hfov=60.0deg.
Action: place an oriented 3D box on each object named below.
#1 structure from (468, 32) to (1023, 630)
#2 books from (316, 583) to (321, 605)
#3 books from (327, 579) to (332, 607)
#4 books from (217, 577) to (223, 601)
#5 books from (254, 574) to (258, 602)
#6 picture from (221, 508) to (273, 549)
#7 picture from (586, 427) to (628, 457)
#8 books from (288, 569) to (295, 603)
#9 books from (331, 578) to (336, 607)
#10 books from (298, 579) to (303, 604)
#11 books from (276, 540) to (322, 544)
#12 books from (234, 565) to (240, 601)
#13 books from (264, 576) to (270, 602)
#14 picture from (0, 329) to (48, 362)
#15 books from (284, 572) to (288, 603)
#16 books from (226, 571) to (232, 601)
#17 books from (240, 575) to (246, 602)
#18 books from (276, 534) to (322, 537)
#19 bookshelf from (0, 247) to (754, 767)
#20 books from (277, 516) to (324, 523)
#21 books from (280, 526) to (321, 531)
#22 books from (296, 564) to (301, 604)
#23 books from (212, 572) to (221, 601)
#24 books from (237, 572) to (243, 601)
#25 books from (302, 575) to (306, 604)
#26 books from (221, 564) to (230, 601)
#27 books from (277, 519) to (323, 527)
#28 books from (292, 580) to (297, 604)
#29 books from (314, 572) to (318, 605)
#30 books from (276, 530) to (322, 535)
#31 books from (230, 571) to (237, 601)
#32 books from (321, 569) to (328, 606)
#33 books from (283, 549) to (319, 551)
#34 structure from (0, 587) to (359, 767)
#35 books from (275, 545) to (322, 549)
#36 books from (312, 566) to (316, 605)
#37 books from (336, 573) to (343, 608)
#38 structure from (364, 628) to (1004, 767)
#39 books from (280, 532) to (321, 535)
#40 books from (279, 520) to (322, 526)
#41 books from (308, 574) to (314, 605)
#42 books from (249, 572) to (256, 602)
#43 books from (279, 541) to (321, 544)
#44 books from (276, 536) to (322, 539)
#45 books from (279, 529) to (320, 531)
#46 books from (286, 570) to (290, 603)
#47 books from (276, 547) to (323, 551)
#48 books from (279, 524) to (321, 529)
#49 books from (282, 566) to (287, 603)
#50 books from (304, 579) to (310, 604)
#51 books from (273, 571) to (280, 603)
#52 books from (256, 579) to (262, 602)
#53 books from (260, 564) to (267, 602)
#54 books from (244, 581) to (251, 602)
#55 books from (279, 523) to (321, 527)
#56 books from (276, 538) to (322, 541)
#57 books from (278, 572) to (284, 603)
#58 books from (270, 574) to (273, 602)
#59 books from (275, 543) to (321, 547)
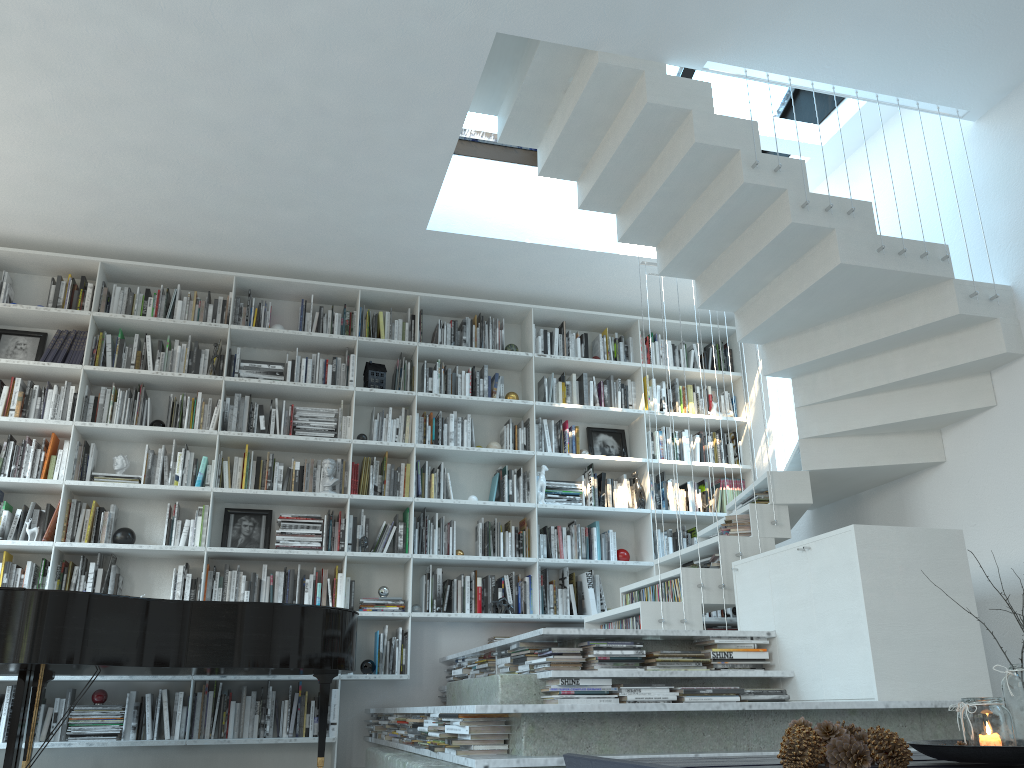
[{"bbox_3d":[0.968,-0.040,4.797,2.614,3.368,1.961,5,-20,-15],"label":"structure"},{"bbox_3d":[-1.232,1.366,5.626,0.023,0.182,0.169,5,-21,-15],"label":"books"},{"bbox_3d":[-1.166,1.358,5.649,0.042,0.211,0.169,5,-21,-15],"label":"books"},{"bbox_3d":[-1.808,1.311,5.494,0.024,0.207,0.170,5,-21,-15],"label":"books"},{"bbox_3d":[-1.605,1.317,5.550,0.013,0.229,0.139,5,-20,-15],"label":"books"},{"bbox_3d":[-1.708,0.949,5.713,0.300,0.298,0.078,5,-20,-15],"label":"picture"},{"bbox_3d":[0.711,0.467,6.592,0.300,0.298,0.078,5,-20,-15],"label":"picture"},{"bbox_3d":[-1.399,1.315,5.600,0.028,0.263,0.162,5,-20,-15],"label":"books"},{"bbox_3d":[-1.140,1.359,5.658,0.011,0.215,0.166,5,-20,-15],"label":"books"},{"bbox_3d":[-1.342,1.348,5.607,0.024,0.206,0.184,5,-21,-15],"label":"books"},{"bbox_3d":[-1.378,1.031,5.729,0.285,0.012,0.160,5,-21,-15],"label":"books"},{"bbox_3d":[-1.713,1.280,5.522,0.013,0.281,0.167,5,-20,-15],"label":"books"},{"bbox_3d":[-1.541,1.331,5.574,0.025,0.219,0.140,5,-20,-15],"label":"books"},{"bbox_3d":[-3.179,-0.213,5.701,0.300,0.298,0.078,5,-20,-15],"label":"picture"},{"bbox_3d":[-1.432,1.325,5.607,0.011,0.250,0.159,5,-20,-15],"label":"books"},{"bbox_3d":[-1.762,1.300,5.523,0.024,0.246,0.132,5,-20,-15],"label":"books"},{"bbox_3d":[-1.674,1.313,5.517,0.023,0.216,0.175,5,-21,-15],"label":"books"},{"bbox_3d":[-1.375,0.994,5.730,0.285,0.012,0.160,3,-20,-10],"label":"books"},{"bbox_3d":[-1.287,0.828,5.754,6.298,3.130,0.331,5,-20,-15],"label":"bookshelf"},{"bbox_3d":[-1.376,0.891,5.767,0.285,0.012,0.160,7,-21,-19],"label":"books"},{"bbox_3d":[-1.377,0.950,5.751,0.254,0.012,0.161,6,-21,-17],"label":"books"},{"bbox_3d":[-1.361,1.305,5.620,0.012,0.295,0.178,5,-20,-15],"label":"books"},{"bbox_3d":[-1.830,1.292,5.481,0.027,0.233,0.168,5,-20,-15],"label":"books"},{"bbox_3d":[-1.702,1.306,5.536,0.021,0.243,0.142,5,-20,-15],"label":"books"},{"bbox_3d":[-1.327,1.340,5.626,0.014,0.234,0.154,5,-20,-15],"label":"books"},{"bbox_3d":[-1.789,1.280,5.529,0.027,0.289,0.141,5,-20,-15],"label":"books"},{"bbox_3d":[-1.378,0.905,5.769,0.285,0.012,0.160,4,-21,-13],"label":"books"},{"bbox_3d":[-1.379,1.351,5.609,0.021,0.202,0.129,5,-20,-15],"label":"books"},{"bbox_3d":[-1.257,1.338,5.656,0.014,0.255,0.145,5,-20,-15],"label":"books"},{"bbox_3d":[-1.375,0.971,5.738,0.285,0.012,0.160,3,-20,-10],"label":"books"},{"bbox_3d":[-1.733,1.297,5.514,0.027,0.244,0.180,5,-20,-15],"label":"books"},{"bbox_3d":[-1.202,1.331,5.660,0.026,0.271,0.175,5,-20,-15],"label":"books"},{"bbox_3d":[-1.376,1.086,5.705,0.254,0.012,0.161,4,-21,-13],"label":"books"},{"bbox_3d":[-1.697,1.480,4.231,1.919,0.829,1.339,5,-21,-15],"label":"structure"},{"bbox_3d":[-1.377,1.064,5.715,0.285,0.012,0.160,5,-21,-16],"label":"books"},{"bbox_3d":[-1.268,1.317,5.651,0.014,0.292,0.138,5,-20,-15],"label":"books"},{"bbox_3d":[-1.107,1.346,5.666,0.033,0.245,0.177,5,-20,-15],"label":"books"},{"bbox_3d":[0.753,1.666,4.543,2.900,0.656,3.124,5,-21,-15],"label":"structure"},{"bbox_3d":[-1.375,0.983,5.735,0.254,0.012,0.161,7,-21,-19],"label":"books"},{"bbox_3d":[-1.377,0.915,5.761,0.254,0.012,0.161,6,-21,-18],"label":"books"},{"bbox_3d":[-1.283,1.339,5.626,0.023,0.233,0.175,5,-20,-15],"label":"books"},{"bbox_3d":[-1.622,1.309,5.537,0.029,0.237,0.166,5,-20,-15],"label":"books"},{"bbox_3d":[-1.375,1.038,5.715,0.254,0.012,0.161,7,-21,-19],"label":"books"},{"bbox_3d":[-1.377,1.007,5.733,0.285,0.012,0.160,4,-21,-13],"label":"books"},{"bbox_3d":[-1.376,0.962,5.747,0.254,0.012,0.161,4,-21,-12],"label":"books"},{"bbox_3d":[-1.419,1.317,5.601,0.010,0.260,0.182,5,-20,-15],"label":"books"},{"bbox_3d":[-1.374,1.072,5.702,0.285,0.012,0.160,7,-21,-19],"label":"books"},{"bbox_3d":[-1.376,0.938,5.753,0.254,0.012,0.161,6,-21,-18],"label":"books"},{"bbox_3d":[-1.446,1.310,5.615,0.014,0.285,0.135,5,-20,-15],"label":"books"},{"bbox_3d":[-1.305,1.352,5.615,0.023,0.203,0.168,5,-21,-15],"label":"books"},{"bbox_3d":[-1.491,1.322,5.601,0.025,0.253,0.136,5,-20,-15],"label":"books"},{"bbox_3d":[-1.584,1.330,5.538,0.023,0.195,0.165,5,-21,-15],"label":"books"},{"bbox_3d":[-1.564,1.292,5.572,0.026,0.290,0.152,5,-20,-15],"label":"books"},{"bbox_3d":[-1.648,1.329,5.514,0.029,0.183,0.175,5,-21,-15],"label":"books"},{"bbox_3d":[-1.377,0.927,5.759,0.254,0.012,0.161,6,-21,-17],"label":"books"},{"bbox_3d":[-1.377,1.019,5.731,0.285,0.012,0.160,4,-21,-14],"label":"books"},{"bbox_3d":[-1.459,1.319,5.581,0.026,0.244,0.192,5,-20,-15],"label":"books"},{"bbox_3d":[-1.513,1.323,5.577,0.031,0.236,0.159,5,-20,-15],"label":"books"},{"bbox_3d":[-1.375,1.049,5.710,0.285,0.012,0.160,3,-20,-10],"label":"books"}]
